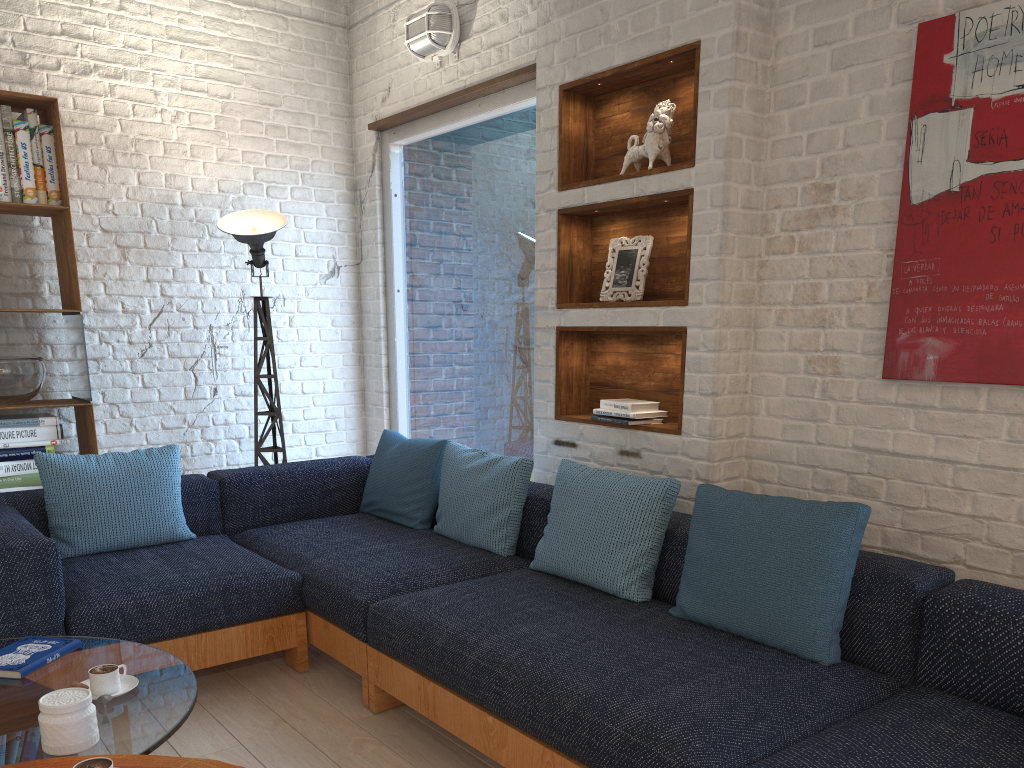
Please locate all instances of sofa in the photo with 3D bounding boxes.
[{"bbox_3d":[-0.181,0.796,2.488,2.057,0.681,3.880,-4,5,-38],"label":"sofa"}]

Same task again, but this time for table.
[{"bbox_3d":[-1.073,0.959,1.688,1.068,0.460,1.793,-3,5,-32],"label":"table"}]

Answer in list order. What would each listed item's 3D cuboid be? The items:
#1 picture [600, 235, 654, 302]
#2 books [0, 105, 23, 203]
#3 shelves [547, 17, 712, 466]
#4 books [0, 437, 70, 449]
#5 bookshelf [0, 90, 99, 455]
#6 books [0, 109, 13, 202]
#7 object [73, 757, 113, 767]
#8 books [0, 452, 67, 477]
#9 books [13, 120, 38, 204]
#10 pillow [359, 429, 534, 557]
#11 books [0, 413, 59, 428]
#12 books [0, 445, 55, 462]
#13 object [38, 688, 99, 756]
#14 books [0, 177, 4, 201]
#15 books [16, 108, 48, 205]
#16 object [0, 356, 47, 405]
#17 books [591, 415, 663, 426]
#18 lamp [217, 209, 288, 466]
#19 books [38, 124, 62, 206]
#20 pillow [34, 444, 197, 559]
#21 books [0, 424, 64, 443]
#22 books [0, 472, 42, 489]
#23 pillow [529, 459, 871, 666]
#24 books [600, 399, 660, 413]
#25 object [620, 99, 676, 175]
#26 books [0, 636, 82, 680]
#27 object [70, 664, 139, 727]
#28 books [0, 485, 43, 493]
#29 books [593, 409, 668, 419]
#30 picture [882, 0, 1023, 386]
[{"bbox_3d":[0.438,-0.431,3.287,0.190,0.252,0.100,9,15,42],"label":"picture"},{"bbox_3d":[-2.147,-0.955,3.708,0.036,0.396,0.239,-11,15,-38],"label":"books"},{"bbox_3d":[0.461,-0.450,3.237,0.189,1.474,0.752,-11,16,-38],"label":"shelves"},{"bbox_3d":[-2.252,0.262,3.903,0.440,0.021,0.267,-3,5,-37],"label":"books"},{"bbox_3d":[-2.513,-0.062,3.618,1.300,2.274,0.357,-8,16,-36],"label":"bookshelf"},{"bbox_3d":[-2.184,-0.954,3.697,0.036,0.396,0.239,-11,15,-38],"label":"books"},{"bbox_3d":[-0.759,0.709,1.571,0.173,0.057,0.144,4,7,41],"label":"object"},{"bbox_3d":[-2.243,0.362,3.933,0.241,0.066,0.373,4,5,39],"label":"books"},{"bbox_3d":[-2.107,-0.929,3.738,0.055,0.340,0.249,-10,14,-38],"label":"books"},{"bbox_3d":[-0.315,0.443,3.729,0.240,0.411,1.087,-9,10,-39],"label":"pillow"},{"bbox_3d":[-2.257,0.167,3.893,0.376,0.037,0.240,-3,5,-37],"label":"books"},{"bbox_3d":[-2.258,0.302,3.893,0.322,0.057,0.251,-4,6,-43],"label":"books"},{"bbox_3d":[-0.925,0.701,1.817,0.107,0.111,0.105,-3,10,-22],"label":"object"},{"bbox_3d":[-2.199,-0.939,3.672,0.020,0.371,0.266,-11,15,-38],"label":"books"},{"bbox_3d":[-2.072,-0.958,3.764,0.036,0.396,0.239,-11,15,-38],"label":"books"},{"bbox_3d":[-2.278,-0.014,3.851,0.403,0.208,0.389,0,6,4],"label":"object"},{"bbox_3d":[0.437,0.135,3.341,0.161,0.017,0.246,-2,4,-28],"label":"books"},{"bbox_3d":[-1.011,0.074,4.369,0.864,1.906,0.489,5,14,24],"label":"lamp"},{"bbox_3d":[-2.044,-0.933,3.813,0.055,0.340,0.249,-10,14,-38],"label":"books"},{"bbox_3d":[-1.548,0.452,3.423,0.549,0.422,0.219,-6,13,-38],"label":"pillow"},{"bbox_3d":[-2.256,0.218,3.912,0.374,0.066,0.240,-4,6,-43],"label":"books"},{"bbox_3d":[-2.262,0.422,3.953,0.358,0.057,0.277,-3,5,-35],"label":"books"},{"bbox_3d":[0.504,0.488,2.680,0.251,0.430,1.190,-9,9,-38],"label":"pillow"},{"bbox_3d":[0.448,0.082,3.329,0.131,0.035,0.201,-2,5,-28],"label":"books"},{"bbox_3d":[0.487,-0.867,3.097,0.111,0.251,0.211,-7,12,-30],"label":"object"},{"bbox_3d":[-1.274,0.714,2.283,0.162,0.023,0.225,1,4,10],"label":"books"},{"bbox_3d":[-0.935,0.714,2.045,0.267,0.059,0.152,4,6,44],"label":"object"},{"bbox_3d":[-2.249,0.483,3.953,0.374,0.066,0.240,-4,6,-43],"label":"books"},{"bbox_3d":[0.451,0.109,3.330,0.169,0.019,0.232,-3,5,-36],"label":"books"},{"bbox_3d":[1.339,-0.479,2.206,0.019,0.991,0.729,-11,15,-38],"label":"picture"}]
